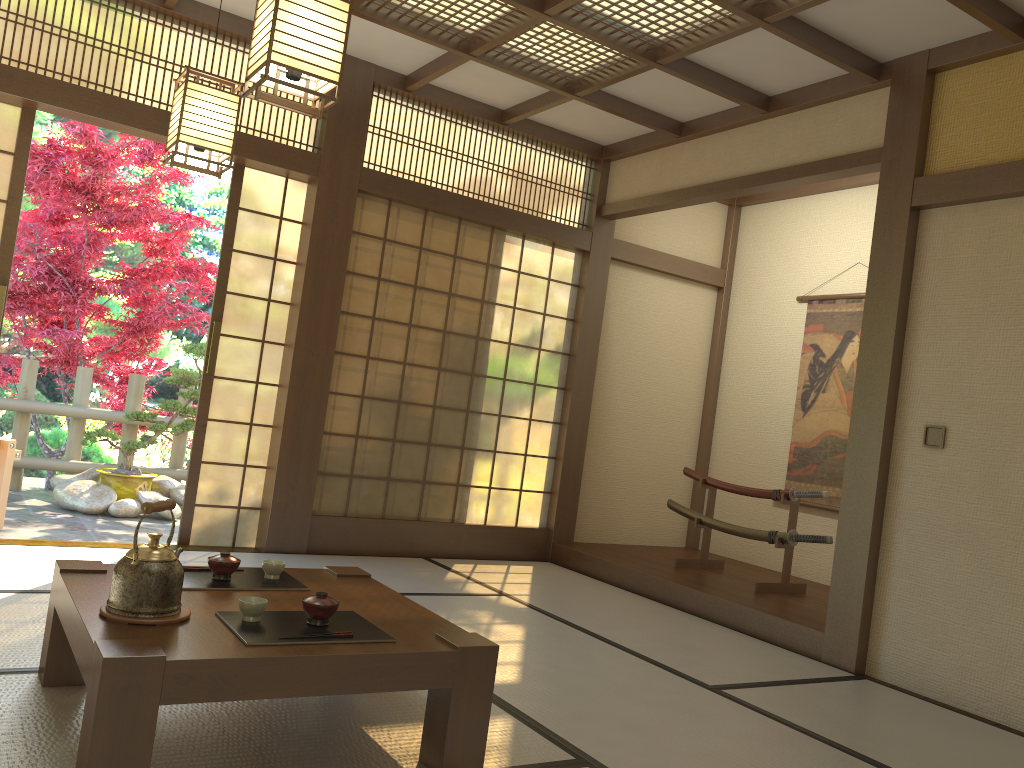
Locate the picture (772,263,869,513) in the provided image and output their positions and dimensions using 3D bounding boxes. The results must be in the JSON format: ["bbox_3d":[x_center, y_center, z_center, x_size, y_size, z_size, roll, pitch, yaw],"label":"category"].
[{"bbox_3d":[2.268,0.012,6.085,0.038,1.725,0.952,9,-3,-32],"label":"picture"}]

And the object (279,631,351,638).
[{"bbox_3d":[-0.502,0.643,2.273,0.200,0.008,0.008,9,-3,-39],"label":"object"}]

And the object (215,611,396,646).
[{"bbox_3d":[-0.552,0.647,2.364,0.400,0.007,0.300,9,-3,-32],"label":"object"}]

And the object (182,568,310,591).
[{"bbox_3d":[-0.884,0.619,2.825,0.400,0.007,0.300,9,-3,-32],"label":"object"}]

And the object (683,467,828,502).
[{"bbox_3d":[1.514,0.656,5.638,0.086,0.121,1.186,9,-2,-31],"label":"object"}]

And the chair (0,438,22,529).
[{"bbox_3d":[-3.420,0.511,5.136,0.698,0.598,0.704,7,-2,14],"label":"chair"}]

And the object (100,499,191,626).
[{"bbox_3d":[-0.926,0.448,2.293,0.219,0.296,0.226,9,-3,-37],"label":"object"}]

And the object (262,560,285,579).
[{"bbox_3d":[-0.780,0.606,2.893,0.074,0.052,0.073,7,-2,11],"label":"object"}]

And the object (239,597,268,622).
[{"bbox_3d":[-0.688,0.598,2.349,0.074,0.052,0.073,7,-2,11],"label":"object"}]

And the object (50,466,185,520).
[{"bbox_3d":[-2.835,0.833,6.809,1.260,0.276,1.147,9,-3,-37],"label":"object"}]

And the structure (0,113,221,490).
[{"bbox_3d":[-4.046,-1.047,7.700,3.412,4.004,3.045,8,-2,0],"label":"structure"}]

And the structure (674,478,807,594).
[{"bbox_3d":[1.488,0.958,5.687,0.446,0.604,0.712,9,-3,-32],"label":"structure"}]

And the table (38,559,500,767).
[{"bbox_3d":[-0.741,0.799,2.563,1.000,0.350,1.000,9,-3,-32],"label":"table"}]

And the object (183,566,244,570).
[{"bbox_3d":[-0.977,0.602,2.899,0.200,0.008,0.008,9,-2,-32],"label":"object"}]

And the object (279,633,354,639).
[{"bbox_3d":[-0.497,0.643,2.260,0.200,0.008,0.008,9,-3,-34],"label":"object"}]

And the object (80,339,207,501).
[{"bbox_3d":[-2.721,0.293,6.870,1.032,1.362,0.586,8,-2,-6],"label":"object"}]

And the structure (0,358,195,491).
[{"bbox_3d":[-3.126,0.470,7.373,7.456,1.136,0.245,9,-3,-32],"label":"structure"}]

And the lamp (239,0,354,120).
[{"bbox_3d":[-0.581,-1.366,2.628,0.240,1.129,0.240,9,-3,-32],"label":"lamp"}]

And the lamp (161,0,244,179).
[{"bbox_3d":[-1.204,-1.414,3.611,0.240,1.129,0.240,9,-3,-32],"label":"lamp"}]

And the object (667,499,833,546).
[{"bbox_3d":[1.469,0.905,5.649,0.100,0.144,1.369,9,-2,-31],"label":"object"}]

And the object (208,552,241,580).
[{"bbox_3d":[-0.903,0.568,2.777,0.100,0.080,0.100,9,-3,-32],"label":"object"}]

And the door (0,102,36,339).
[{"bbox_3d":[-3.411,-0.435,4.060,1.894,2.380,0.073,9,-3,-32],"label":"door"}]

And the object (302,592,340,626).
[{"bbox_3d":[-0.519,0.605,2.398,0.100,0.080,0.100,9,-3,-32],"label":"object"}]

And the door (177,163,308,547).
[{"bbox_3d":[-0.974,-0.047,5.624,1.894,2.380,0.073,9,-3,-32],"label":"door"}]

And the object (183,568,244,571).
[{"bbox_3d":[-0.969,0.602,2.884,0.200,0.008,0.008,9,-3,-36],"label":"object"}]
